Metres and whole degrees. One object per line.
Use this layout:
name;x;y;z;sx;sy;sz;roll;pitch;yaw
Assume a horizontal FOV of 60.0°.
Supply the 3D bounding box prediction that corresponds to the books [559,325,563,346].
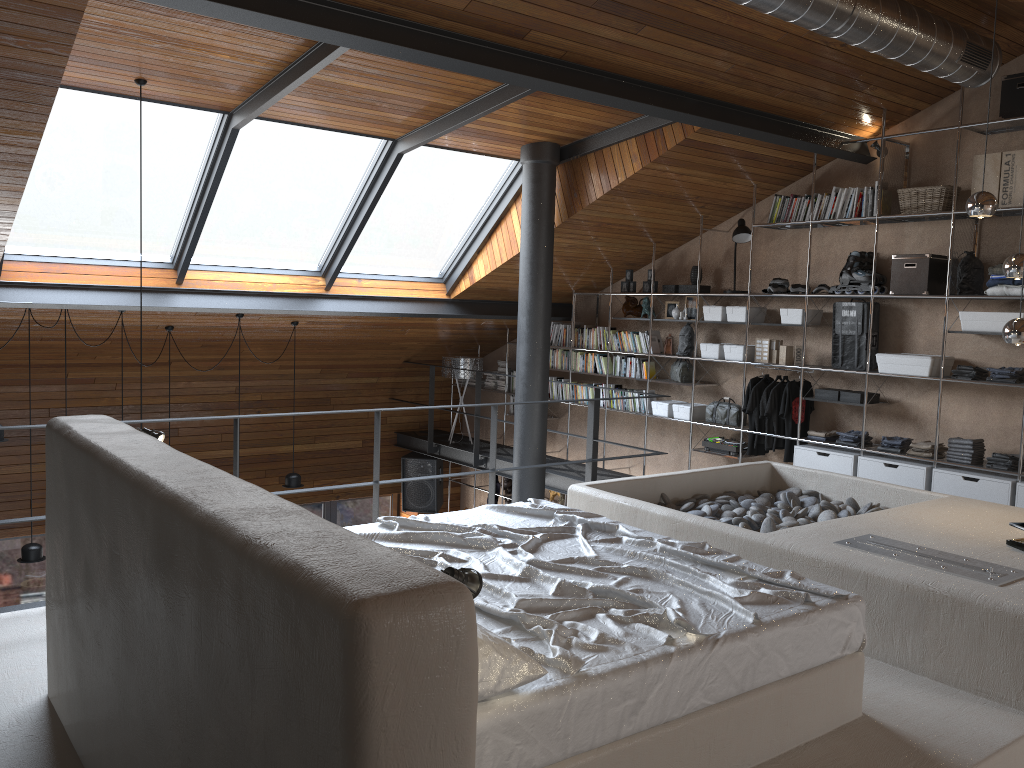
books;0.584;-0.523;9.607;0.148;0.233;0.053;-2;6;-37

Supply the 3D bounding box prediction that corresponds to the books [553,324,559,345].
books;0.524;-0.535;9.661;0.148;0.229;0.073;-2;6;-37

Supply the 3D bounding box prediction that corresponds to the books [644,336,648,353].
books;1.341;-0.380;8.594;0.119;0.166;0.072;-2;6;-37

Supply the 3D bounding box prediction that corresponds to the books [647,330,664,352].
books;1.388;-0.414;8.585;0.177;0.209;0.082;-2;6;-37

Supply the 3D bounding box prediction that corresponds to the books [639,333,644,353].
books;1.306;-0.400;8.653;0.127;0.192;0.079;-2;6;-37

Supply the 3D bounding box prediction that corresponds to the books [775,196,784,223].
books;2.267;-1.443;7.383;0.148;0.229;0.073;-2;6;-37

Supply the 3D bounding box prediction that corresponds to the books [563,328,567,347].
books;0.614;-0.503;9.574;0.143;0.199;0.019;-2;6;-37

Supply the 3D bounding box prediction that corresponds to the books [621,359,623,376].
books;1.147;-0.163;8.876;0.130;0.169;0.010;-2;6;-37

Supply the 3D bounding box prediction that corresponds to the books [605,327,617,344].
books;1.017;-0.463;9.054;0.148;0.232;0.053;-2;6;-37

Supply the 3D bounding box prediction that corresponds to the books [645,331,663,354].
books;1.374;-0.402;8.583;0.161;0.215;0.092;-2;6;-37

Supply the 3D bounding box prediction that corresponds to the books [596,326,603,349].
books;0.937;-0.474;9.136;0.143;0.236;0.062;-2;6;-38

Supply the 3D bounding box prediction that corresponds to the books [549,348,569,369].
books;0.473;-0.282;9.736;0.130;0.216;0.311;-2;6;-38

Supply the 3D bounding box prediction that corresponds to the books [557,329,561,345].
books;0.559;-0.507;9.639;0.131;0.178;0.057;-2;6;-38

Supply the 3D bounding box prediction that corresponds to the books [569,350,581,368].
books;0.674;-0.259;9.523;0.143;0.218;0.020;-2;6;-37

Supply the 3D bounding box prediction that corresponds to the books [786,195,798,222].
books;2.326;-1.432;7.290;0.129;0.226;0.069;-2;6;-37

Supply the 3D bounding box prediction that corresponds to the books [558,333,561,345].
books;0.575;-0.515;9.633;0.137;0.197;0.063;-2;6;-38

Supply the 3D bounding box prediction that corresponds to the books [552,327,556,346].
books;0.521;-0.525;9.707;0.164;0.214;0.066;-2;6;-37

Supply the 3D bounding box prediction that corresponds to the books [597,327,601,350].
books;0.941;-0.470;9.101;0.148;0.233;0.053;-2;6;-37

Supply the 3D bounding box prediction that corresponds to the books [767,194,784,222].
books;2.243;-1.460;7.458;0.206;0.249;0.074;-2;6;-37

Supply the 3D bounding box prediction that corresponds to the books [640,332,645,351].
books;1.332;-0.408;8.649;0.170;0.209;0.082;-2;6;-38

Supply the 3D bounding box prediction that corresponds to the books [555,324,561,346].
books;0.571;-0.538;9.680;0.191;0.249;0.077;-2;6;-37

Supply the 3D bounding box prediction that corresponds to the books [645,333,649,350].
books;1.355;-0.395;8.590;0.125;0.200;0.088;-2;6;-37

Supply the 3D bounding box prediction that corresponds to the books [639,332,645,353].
books;1.326;-0.408;8.656;0.164;0.209;0.084;-2;6;-38

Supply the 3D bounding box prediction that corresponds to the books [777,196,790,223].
books;2.284;-1.439;7.361;0.160;0.228;0.080;-2;6;-37

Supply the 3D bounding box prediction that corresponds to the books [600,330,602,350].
books;0.967;-0.452;9.095;0.139;0.201;0.057;-2;6;-38

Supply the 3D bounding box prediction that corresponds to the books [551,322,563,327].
books;0.472;-0.556;9.777;0.143;0.264;0.088;-2;6;-37

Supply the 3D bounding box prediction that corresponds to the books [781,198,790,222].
books;2.301;-1.426;7.330;0.146;0.208;0.071;-2;6;-37

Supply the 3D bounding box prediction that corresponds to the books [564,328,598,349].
books;0.759;-0.488;9.351;0.131;0.216;0.509;-2;6;-37

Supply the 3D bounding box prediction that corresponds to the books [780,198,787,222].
books;2.283;-1.424;7.333;0.130;0.202;0.063;-2;6;-37

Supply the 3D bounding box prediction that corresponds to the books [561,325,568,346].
books;0.602;-0.523;9.592;0.148;0.234;0.033;-2;6;-37

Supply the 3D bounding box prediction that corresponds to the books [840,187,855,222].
books;2.650;-1.400;6.912;0.191;0.249;0.077;-2;6;-37

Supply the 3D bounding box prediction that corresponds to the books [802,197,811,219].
books;2.399;-1.403;7.158;0.111;0.194;0.059;-2;6;-37

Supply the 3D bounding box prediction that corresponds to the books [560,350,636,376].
books;0.865;-0.226;9.245;0.138;0.212;1.041;-2;6;-37

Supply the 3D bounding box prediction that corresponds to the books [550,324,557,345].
books;0.496;-0.539;9.697;0.148;0.229;0.073;-2;6;-37

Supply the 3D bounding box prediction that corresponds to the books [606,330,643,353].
books;1.154;-0.424;8.824;0.139;0.206;0.497;-2;6;-38

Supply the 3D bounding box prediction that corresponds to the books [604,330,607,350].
books;1.004;-0.450;9.058;0.149;0.205;0.049;-2;6;-38

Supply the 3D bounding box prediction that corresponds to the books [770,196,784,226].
books;2.248;-1.446;7.417;0.169;0.229;0.077;-2;6;-37

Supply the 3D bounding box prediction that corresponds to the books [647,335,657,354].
books;1.370;-0.381;8.556;0.117;0.176;0.074;-2;6;-37

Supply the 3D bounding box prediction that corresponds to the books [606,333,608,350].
books;1.013;-0.436;9.032;0.131;0.180;0.042;-2;6;-38

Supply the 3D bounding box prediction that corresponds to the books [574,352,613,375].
books;0.863;-0.219;9.215;0.139;0.208;0.494;-2;6;-38

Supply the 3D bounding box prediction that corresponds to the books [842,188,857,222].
books;2.661;-1.397;6.906;0.191;0.244;0.075;-2;6;-37

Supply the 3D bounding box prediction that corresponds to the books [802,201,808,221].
books;2.398;-1.392;7.151;0.112;0.174;0.054;-2;6;-37

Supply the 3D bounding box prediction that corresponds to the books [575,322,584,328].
books;0.705;-0.526;9.465;0.143;0.268;0.020;-2;6;-37

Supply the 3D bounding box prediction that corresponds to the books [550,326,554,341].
books;0.490;-0.528;9.737;0.155;0.212;0.073;-2;6;-37

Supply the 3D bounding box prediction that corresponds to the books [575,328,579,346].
books;0.725;-0.489;9.427;0.129;0.203;0.021;-2;6;-37

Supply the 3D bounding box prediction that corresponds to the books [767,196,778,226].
books;2.218;-1.448;7.429;0.148;0.229;0.073;-2;6;-37

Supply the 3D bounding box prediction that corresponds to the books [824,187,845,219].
books;2.551;-1.418;7.009;0.143;0.264;0.088;-2;6;-37

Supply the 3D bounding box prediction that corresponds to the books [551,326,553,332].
books;0.463;-0.533;9.759;0.118;0.218;0.073;-2;6;-37

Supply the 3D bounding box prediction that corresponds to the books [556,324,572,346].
books;0.582;-0.535;9.674;0.191;0.244;0.075;-2;6;-37

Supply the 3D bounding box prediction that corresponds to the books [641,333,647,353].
books;1.322;-0.396;8.614;0.127;0.192;0.079;-2;6;-37

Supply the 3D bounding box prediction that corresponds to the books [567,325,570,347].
books;0.652;-0.517;9.536;0.148;0.234;0.013;-2;6;-37

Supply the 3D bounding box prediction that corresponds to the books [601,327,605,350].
books;0.971;-0.466;9.063;0.148;0.232;0.053;-2;6;-37

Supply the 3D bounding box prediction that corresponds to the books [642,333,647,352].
books;1.334;-0.395;8.610;0.127;0.192;0.079;-2;6;-37

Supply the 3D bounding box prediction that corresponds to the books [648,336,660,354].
books;1.372;-0.377;8.544;0.112;0.169;0.068;-2;6;-37

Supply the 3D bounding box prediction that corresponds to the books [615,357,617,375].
books;1.111;-0.183;8.962;0.169;0.189;0.018;-2;6;-37

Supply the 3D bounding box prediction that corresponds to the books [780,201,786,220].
books;2.285;-1.426;7.349;0.130;0.201;0.063;-2;6;-37

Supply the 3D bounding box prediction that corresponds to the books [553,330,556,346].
books;0.528;-0.525;9.700;0.170;0.214;0.065;-2;6;-36
